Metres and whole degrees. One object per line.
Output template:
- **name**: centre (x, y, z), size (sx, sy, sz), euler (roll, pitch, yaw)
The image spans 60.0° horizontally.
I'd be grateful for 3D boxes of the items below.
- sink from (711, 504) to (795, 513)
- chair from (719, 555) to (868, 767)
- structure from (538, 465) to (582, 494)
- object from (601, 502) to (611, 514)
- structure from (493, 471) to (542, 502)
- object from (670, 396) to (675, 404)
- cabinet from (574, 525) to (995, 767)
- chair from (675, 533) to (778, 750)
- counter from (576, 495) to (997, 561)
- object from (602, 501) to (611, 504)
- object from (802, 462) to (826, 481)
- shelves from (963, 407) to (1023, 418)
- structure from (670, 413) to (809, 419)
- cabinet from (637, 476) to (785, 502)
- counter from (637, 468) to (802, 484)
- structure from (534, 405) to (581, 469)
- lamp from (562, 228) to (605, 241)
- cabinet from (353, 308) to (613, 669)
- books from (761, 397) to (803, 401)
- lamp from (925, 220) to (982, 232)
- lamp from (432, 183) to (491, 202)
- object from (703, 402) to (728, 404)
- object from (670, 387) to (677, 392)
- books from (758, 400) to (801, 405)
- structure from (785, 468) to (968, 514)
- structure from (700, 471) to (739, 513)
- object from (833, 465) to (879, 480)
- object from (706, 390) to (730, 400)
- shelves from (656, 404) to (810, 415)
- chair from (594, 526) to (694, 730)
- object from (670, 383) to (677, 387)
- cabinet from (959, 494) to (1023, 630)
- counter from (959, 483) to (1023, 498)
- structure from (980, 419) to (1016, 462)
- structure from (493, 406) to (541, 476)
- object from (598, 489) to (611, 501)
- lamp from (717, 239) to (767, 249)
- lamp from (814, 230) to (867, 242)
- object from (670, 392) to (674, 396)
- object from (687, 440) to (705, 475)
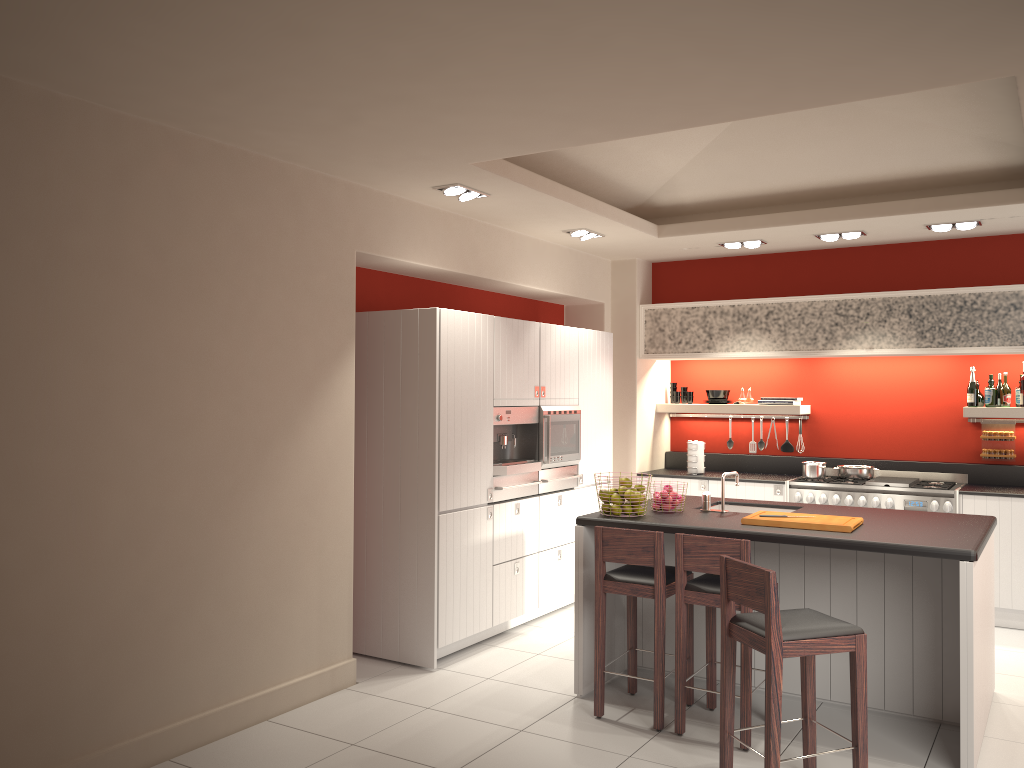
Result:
- **sink**: centre (1.469, 0.920, 5.518), size (0.567, 0.258, 0.516), euler (0, -1, 32)
- **chair**: centre (1.197, 1.260, 3.796), size (0.474, 1.008, 0.383), euler (1, -1, -18)
- **structure**: centre (0.362, 0.736, 6.879), size (0.129, 0.177, 0.617), euler (0, -1, 32)
- **object**: centre (0.554, 0.723, 5.167), size (0.068, 0.068, 0.068), euler (-1, -1, 43)
- **structure**: centre (0.029, 0.728, 6.344), size (0.129, 0.177, 0.617), euler (0, -1, 32)
- **object**: centre (1.593, 0.156, 8.745), size (0.070, 0.076, 0.070), euler (0, -1, 3)
- **cabinet**: centre (1.596, 1.323, 5.143), size (2.034, 1.011, 1.423), euler (0, -1, 32)
- **chair**: centre (1.119, 1.270, 4.601), size (0.383, 1.008, 0.474), euler (0, -1, 34)
- **counter**: centre (1.604, 0.791, 5.149), size (2.054, 0.050, 1.415), euler (0, -1, 32)
- **object**: centre (0.561, 0.671, 5.233), size (0.076, 0.077, 0.076), euler (0, -1, -4)
- **object**: centre (2.564, 0.740, 7.530), size (0.201, 0.148, 0.201), euler (0, -1, 24)
- **shelves**: centre (4.339, 0.229, 6.977), size (1.379, 0.083, 0.376), euler (0, -1, 32)
- **structure**: centre (2.161, 0.310, 8.520), size (1.355, 0.034, 0.054), euler (0, -1, 32)
- **cabinet**: centre (1.910, 1.348, 8.114), size (1.361, 0.993, 0.687), euler (0, -1, 32)
- **counter**: centre (1.915, 0.838, 8.120), size (1.360, 0.026, 0.699), euler (0, -1, 32)
- **structure**: centre (0.293, 0.404, 6.925), size (0.332, 0.473, 0.610), euler (0, -1, 32)
- **lamp**: centre (0.566, -1.188, 6.985), size (0.199, 0.084, 0.361), euler (0, -1, 32)
- **cabinet**: centre (-0.095, 0.664, 6.795), size (0.716, 2.250, 2.557), euler (0, -1, 32)
- **books**: centre (2.474, 0.137, 8.129), size (0.332, 0.026, 0.207), euler (0, -1, 32)
- **lamp**: centre (3.261, -1.189, 6.547), size (0.361, 0.103, 0.199), euler (0, -1, 32)
- **lamp**: centre (-0.314, -1.221, 5.570), size (0.199, 0.103, 0.361), euler (0, -1, 32)
- **object**: centre (1.968, 0.186, 8.479), size (0.280, 0.016, 0.280), euler (0, -1, 31)
- **object**: centre (1.594, 0.068, 8.747), size (0.070, 0.076, 0.070), euler (0, -1, 3)
- **books**: centre (2.449, 0.171, 8.119), size (0.331, 0.042, 0.207), euler (0, -1, 37)
- **structure**: centre (3.016, 1.287, 7.372), size (1.322, 1.085, 0.777), euler (0, -1, 32)
- **structure**: centre (1.264, 0.659, 5.405), size (0.183, 0.249, 0.224), euler (0, -1, 32)
- **object**: centre (2.968, 0.763, 7.658), size (0.309, 0.105, 0.309), euler (1, -1, -31)
- **object**: centre (1.969, 0.113, 8.480), size (0.232, 0.108, 0.232), euler (1, -1, -17)
- **shelves**: centre (2.070, 0.235, 8.389), size (1.379, 0.083, 0.376), euler (0, -1, 32)
- **chair**: centre (0.727, 1.271, 4.845), size (0.383, 1.008, 0.474), euler (0, -1, 32)
- **object**: centre (1.594, 0.024, 8.748), size (0.070, 0.076, 0.070), euler (0, -1, 3)
- **cabinet**: centre (4.174, 1.342, 6.706), size (1.361, 0.993, 0.687), euler (0, -1, 32)
- **counter**: centre (4.175, 0.832, 6.715), size (1.360, 0.026, 0.699), euler (0, -1, 32)
- **structure**: centre (3.996, 0.462, 7.292), size (0.256, 0.347, 0.130), euler (0, -1, 32)
- **structure**: centre (-0.102, 0.399, 6.433), size (0.453, 0.470, 0.623), euler (0, -1, 32)
- **object**: centre (0.542, 0.649, 5.169), size (0.077, 0.068, 0.076), euler (0, -1, 25)
- **lamp**: centre (1.918, -1.185, 7.383), size (0.361, 0.109, 0.199), euler (0, -1, 32)
- **lamp**: centre (2.581, -1.187, 6.970), size (0.361, 0.104, 0.199), euler (0, -1, 32)
- **object**: centre (1.593, 0.112, 8.746), size (0.070, 0.076, 0.070), euler (0, -1, 3)
- **object**: centre (1.685, 0.672, 8.144), size (0.168, 0.304, 0.163), euler (1, -1, -29)
